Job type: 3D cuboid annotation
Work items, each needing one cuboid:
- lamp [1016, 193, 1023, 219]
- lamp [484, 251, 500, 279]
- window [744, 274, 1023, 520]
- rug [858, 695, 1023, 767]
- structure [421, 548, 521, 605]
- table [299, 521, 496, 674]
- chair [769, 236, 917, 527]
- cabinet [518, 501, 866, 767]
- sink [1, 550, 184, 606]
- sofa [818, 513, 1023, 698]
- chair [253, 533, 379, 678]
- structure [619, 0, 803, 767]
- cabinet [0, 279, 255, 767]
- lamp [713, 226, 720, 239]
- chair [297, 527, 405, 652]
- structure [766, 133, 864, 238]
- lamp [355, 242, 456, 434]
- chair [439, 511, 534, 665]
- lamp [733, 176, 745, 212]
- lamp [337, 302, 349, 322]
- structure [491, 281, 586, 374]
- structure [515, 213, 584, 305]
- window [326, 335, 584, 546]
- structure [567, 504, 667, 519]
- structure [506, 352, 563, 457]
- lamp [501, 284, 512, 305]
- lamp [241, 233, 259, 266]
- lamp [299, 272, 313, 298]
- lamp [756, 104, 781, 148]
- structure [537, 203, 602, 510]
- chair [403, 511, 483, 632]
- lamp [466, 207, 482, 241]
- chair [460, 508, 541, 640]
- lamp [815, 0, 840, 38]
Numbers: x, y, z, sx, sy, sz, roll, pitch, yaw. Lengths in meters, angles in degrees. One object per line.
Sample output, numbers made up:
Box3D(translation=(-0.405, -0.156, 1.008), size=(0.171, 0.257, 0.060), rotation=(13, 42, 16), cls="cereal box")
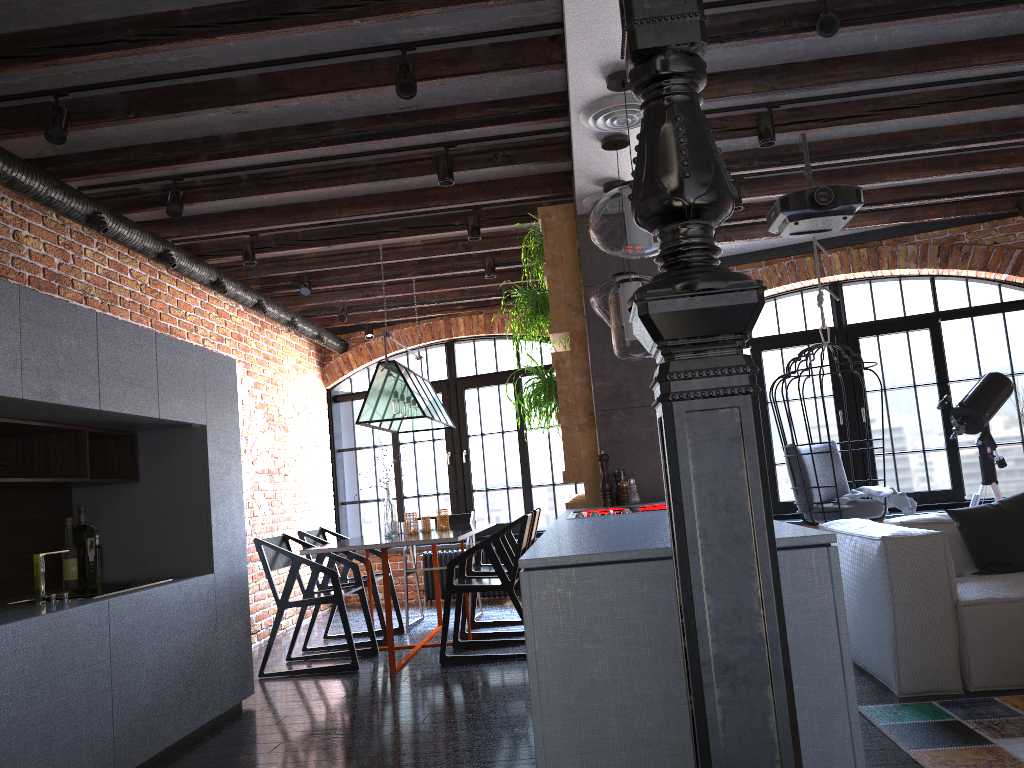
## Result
Box3D(translation=(3.607, -1.238, 6.225), size=(0.093, 0.208, 0.134), rotation=(-3, -7, -19), cls="lamp")
Box3D(translation=(-0.144, -0.877, 6.532), size=(0.124, 0.184, 0.082), rotation=(-4, -6, -11), cls="lamp")
Box3D(translation=(2.756, 0.094, 7.237), size=(3.294, 2.231, 0.177), rotation=(-8, -7, 22), cls="window")
Box3D(translation=(1.946, 1.074, 2.266), size=(1.432, 0.013, 2.366), rotation=(-6, -7, 5), cls="rug")
Box3D(translation=(-0.307, 1.703, 7.890), size=(1.115, 0.476, 0.106), rotation=(-8, -7, 22), cls="structure")
Box3D(translation=(-0.629, 1.358, 5.843), size=(0.905, 0.737, 1.889), rotation=(-6, -7, 5), cls="table")
Box3D(translation=(2.024, -0.148, 5.793), size=(0.802, 2.219, 0.683), rotation=(0, -8, -40), cls="chair")
Box3D(translation=(0.485, 0.889, 3.121), size=(0.607, 0.843, 2.962), rotation=(-6, -7, 5), cls="cabinet")
Box3D(translation=(-1.779, 0.839, 3.797), size=(0.381, 0.287, 0.828), rotation=(-6, -7, 5), cls="sink")
Box3D(translation=(2.704, 0.761, 2.925), size=(2.536, 0.697, 3.303), rotation=(-6, -7, 4), cls="sofa")
Box3D(translation=(-1.209, 1.327, 5.495), size=(0.610, 0.818, 0.495), rotation=(-6, -6, 5), cls="chair")
Box3D(translation=(4.188, -0.303, 2.492), size=(8.513, 2.392, 0.482), rotation=(-3, -7, -14), cls="structure")
Box3D(translation=(-1.958, 0.568, 2.668), size=(0.713, 1.807, 4.177), rotation=(-6, -7, 5), cls="cabinet")
Box3D(translation=(1.447, -1.035, 6.410), size=(0.121, 0.184, 0.082), rotation=(-5, -6, -2), cls="lamp")
Box3D(translation=(-1.137, 1.413, 6.281), size=(0.610, 0.818, 0.495), rotation=(-6, -6, 5), cls="chair")
Box3D(translation=(1.527, -1.204, 4.621), size=(0.409, 0.816, 0.464), rotation=(-6, -6, 5), cls="structure")
Box3D(translation=(-0.764, -0.332, 6.215), size=(0.465, 1.266, 1.259), rotation=(-6, -6, 5), cls="lamp")
Box3D(translation=(-0.132, 1.220, 5.407), size=(0.610, 0.818, 0.495), rotation=(-6, -6, 5), cls="chair")
Box3D(translation=(1.351, -1.147, 5.357), size=(0.083, 0.188, 0.116), rotation=(-1, -8, -32), cls="lamp")
Box3D(translation=(-1.444, -0.624, 7.600), size=(0.093, 0.206, 0.160), rotation=(-5, -6, 1), cls="lamp")
Box3D(translation=(0.166, -0.354, 5.106), size=(0.570, 0.620, 0.422), rotation=(-2, -7, -26), cls="structure")
Box3D(translation=(0.301, -0.731, 5.148), size=(0.570, 0.620, 0.422), rotation=(-4, -6, -6), cls="structure")
Box3D(translation=(-0.513, 0.521, 8.379), size=(3.146, 2.231, 0.177), rotation=(-8, -7, 22), cls="window")
Box3D(translation=(0.496, 0.546, 3.762), size=(0.504, 0.057, 0.764), rotation=(-6, -7, 5), cls="structure")
Box3D(translation=(0.253, 0.120, 5.084), size=(0.422, 0.620, 0.571), rotation=(-8, -7, 24), cls="structure")
Box3D(translation=(-0.044, -0.771, 7.516), size=(0.082, 0.184, 0.112), rotation=(-2, -7, -27), cls="lamp")
Box3D(translation=(-1.652, -0.849, 5.590), size=(0.124, 0.188, 0.083), rotation=(-10, -8, 39), cls="lamp")
Box3D(translation=(-1.534, -0.734, 6.617), size=(0.093, 0.201, 0.162), rotation=(-5, -6, -2), cls="lamp")
Box3D(translation=(1.258, -1.260, 4.338), size=(0.119, 0.184, 0.082), rotation=(-5, -6, 1), cls="lamp")
Box3D(translation=(0.477, 0.326, 6.246), size=(0.206, 2.380, 2.831), rotation=(-6, -7, 5), cls="structure")
Box3D(translation=(-0.539, 1.423, 6.827), size=(0.495, 0.818, 0.611), rotation=(-6, -6, 5), cls="chair")
Box3D(translation=(-0.232, -0.991, 5.488), size=(0.082, 0.184, 0.113), rotation=(-2, -7, -28), cls="lamp")
Box3D(translation=(-0.060, 1.306, 6.193), size=(0.610, 0.818, 0.495), rotation=(-6, -6, 5), cls="chair")
Box3D(translation=(1.171, -1.366, 3.289), size=(0.092, 0.201, 0.162), rotation=(-8, -7, 21), cls="lamp")
